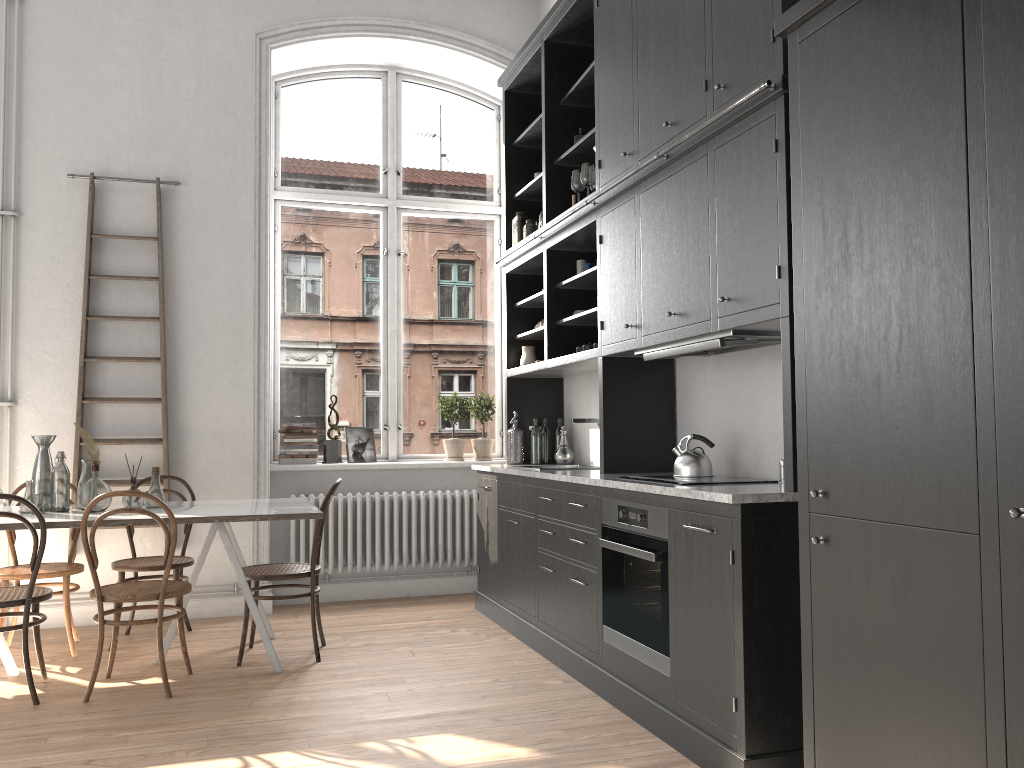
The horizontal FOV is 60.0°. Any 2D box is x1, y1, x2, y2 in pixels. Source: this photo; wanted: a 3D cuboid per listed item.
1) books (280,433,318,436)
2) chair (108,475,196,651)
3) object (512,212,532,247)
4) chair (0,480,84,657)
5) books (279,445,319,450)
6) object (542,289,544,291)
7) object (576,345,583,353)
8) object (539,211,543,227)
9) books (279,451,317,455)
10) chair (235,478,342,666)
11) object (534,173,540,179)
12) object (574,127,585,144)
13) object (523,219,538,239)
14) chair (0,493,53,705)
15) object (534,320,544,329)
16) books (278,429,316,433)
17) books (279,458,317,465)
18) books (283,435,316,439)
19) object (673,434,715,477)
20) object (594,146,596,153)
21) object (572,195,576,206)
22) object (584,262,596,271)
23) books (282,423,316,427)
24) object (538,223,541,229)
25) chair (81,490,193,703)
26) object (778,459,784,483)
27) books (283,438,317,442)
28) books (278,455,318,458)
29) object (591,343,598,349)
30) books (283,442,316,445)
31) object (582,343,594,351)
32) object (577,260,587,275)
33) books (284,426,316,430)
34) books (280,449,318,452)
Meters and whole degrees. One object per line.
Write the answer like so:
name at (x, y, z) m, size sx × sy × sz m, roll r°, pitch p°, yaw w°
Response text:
books at (-1.493, 0.351, 6.209) m, size 0.244 × 0.019 × 0.174 m, roll 1°, pitch -3°, yaw -18°
chair at (-2.039, 0.994, 5.071) m, size 0.438 × 0.920 × 0.549 m, roll 0°, pitch -3°, yaw -11°
object at (0.069, -1.018, 5.901) m, size 0.118 × 0.238 × 0.118 m, roll 1°, pitch -3°, yaw -32°
chair at (-2.561, 0.985, 4.823) m, size 0.438 × 0.920 × 0.549 m, roll 1°, pitch -3°, yaw -20°
books at (-1.493, 0.442, 6.208) m, size 0.245 × 0.028 × 0.193 m, roll 1°, pitch -4°, yaw -23°
object at (0.226, -0.580, 5.665) m, size 0.071 × 0.047 × 0.072 m, roll -2°, pitch -3°, yaw 20°
object at (0.399, -0.187, 4.907) m, size 0.088 × 0.059 × 0.104 m, roll 1°, pitch -4°, yaw -29°
object at (0.229, -1.109, 5.369) m, size 0.134 × 0.357 × 0.134 m, roll -2°, pitch -3°, yaw 27°
books at (-1.496, 0.481, 6.188) m, size 0.249 × 0.023 × 0.175 m, roll 0°, pitch -3°, yaw -17°
chair at (-1.176, 0.965, 4.683) m, size 0.549 × 0.920 × 0.438 m, roll 0°, pitch -3°, yaw -5°
object at (0.180, -1.341, 5.955) m, size 0.059 × 0.135 × 0.082 m, roll -1°, pitch -3°, yaw 10°
object at (0.408, -1.416, 5.227) m, size 0.084 × 0.199 × 0.065 m, roll -1°, pitch -3°, yaw 4°
object at (0.131, -0.985, 5.770) m, size 0.114 × 0.155 × 0.114 m, roll 0°, pitch -3°, yaw -14°
chair at (-2.284, 0.931, 3.926) m, size 0.438 × 0.920 × 0.549 m, roll 1°, pitch -3°, yaw -22°
object at (0.209, -0.377, 5.880) m, size 0.140 × 0.100 × 0.125 m, roll 2°, pitch -4°, yaw -36°
books at (-1.501, 0.330, 6.207) m, size 0.231 × 0.023 × 0.162 m, roll 0°, pitch -3°, yaw -2°
books at (-1.497, 0.537, 6.186) m, size 0.248 × 0.043 × 0.192 m, roll 1°, pitch -3°, yaw -18°
books at (-1.487, 0.372, 6.209) m, size 0.205 × 0.022 × 0.155 m, roll 1°, pitch -4°, yaw -23°
object at (0.794, 0.312, 3.897) m, size 0.171 × 0.186 × 0.171 m, roll 0°, pitch -3°, yaw -7°
object at (0.472, -1.108, 4.620) m, size 0.094 × 0.267 × 0.116 m, roll -2°, pitch -3°, yaw 24°
object at (0.361, -1.025, 5.156) m, size 0.123 × 0.161 × 0.123 m, roll 0°, pitch -3°, yaw -9°
object at (0.445, -0.639, 5.074) m, size 0.082 × 0.093 × 0.140 m, roll -3°, pitch -4°, yaw 37°
books at (-1.496, 0.288, 6.221) m, size 0.201 × 0.024 × 0.159 m, roll 1°, pitch -4°, yaw -28°
object at (0.214, -0.987, 5.689) m, size 0.096 × 0.150 × 0.096 m, roll 1°, pitch -3°, yaw -29°
chair at (-1.715, 0.935, 4.069) m, size 0.438 × 0.920 × 0.549 m, roll 0°, pitch -3°, yaw -7°
object at (1.060, 0.326, 3.424) m, size 0.040 × 0.116 × 0.080 m, roll 0°, pitch -3°, yaw -13°
books at (-1.485, 0.394, 6.214) m, size 0.222 × 0.024 × 0.158 m, roll 1°, pitch -3°, yaw -18°
books at (-1.495, 0.504, 6.187) m, size 0.249 × 0.023 × 0.175 m, roll 1°, pitch -4°, yaw -22°
object at (0.476, -0.198, 4.709) m, size 0.104 × 0.059 × 0.088 m, roll 0°, pitch -3°, yaw -9°
books at (-1.487, 0.417, 6.207) m, size 0.205 × 0.022 × 0.155 m, roll 0°, pitch -3°, yaw -3°
object at (0.425, -0.193, 4.798) m, size 0.088 × 0.059 × 0.104 m, roll 2°, pitch -4°, yaw -39°
object at (0.415, -0.653, 5.187) m, size 0.059 × 0.135 × 0.082 m, roll -3°, pitch -4°, yaw 40°
books at (-1.488, 0.309, 6.212) m, size 0.205 × 0.020 × 0.155 m, roll 1°, pitch -3°, yaw -18°
books at (-1.491, 0.463, 6.206) m, size 0.255 × 0.014 × 0.193 m, roll 0°, pitch -3°, yaw -14°
